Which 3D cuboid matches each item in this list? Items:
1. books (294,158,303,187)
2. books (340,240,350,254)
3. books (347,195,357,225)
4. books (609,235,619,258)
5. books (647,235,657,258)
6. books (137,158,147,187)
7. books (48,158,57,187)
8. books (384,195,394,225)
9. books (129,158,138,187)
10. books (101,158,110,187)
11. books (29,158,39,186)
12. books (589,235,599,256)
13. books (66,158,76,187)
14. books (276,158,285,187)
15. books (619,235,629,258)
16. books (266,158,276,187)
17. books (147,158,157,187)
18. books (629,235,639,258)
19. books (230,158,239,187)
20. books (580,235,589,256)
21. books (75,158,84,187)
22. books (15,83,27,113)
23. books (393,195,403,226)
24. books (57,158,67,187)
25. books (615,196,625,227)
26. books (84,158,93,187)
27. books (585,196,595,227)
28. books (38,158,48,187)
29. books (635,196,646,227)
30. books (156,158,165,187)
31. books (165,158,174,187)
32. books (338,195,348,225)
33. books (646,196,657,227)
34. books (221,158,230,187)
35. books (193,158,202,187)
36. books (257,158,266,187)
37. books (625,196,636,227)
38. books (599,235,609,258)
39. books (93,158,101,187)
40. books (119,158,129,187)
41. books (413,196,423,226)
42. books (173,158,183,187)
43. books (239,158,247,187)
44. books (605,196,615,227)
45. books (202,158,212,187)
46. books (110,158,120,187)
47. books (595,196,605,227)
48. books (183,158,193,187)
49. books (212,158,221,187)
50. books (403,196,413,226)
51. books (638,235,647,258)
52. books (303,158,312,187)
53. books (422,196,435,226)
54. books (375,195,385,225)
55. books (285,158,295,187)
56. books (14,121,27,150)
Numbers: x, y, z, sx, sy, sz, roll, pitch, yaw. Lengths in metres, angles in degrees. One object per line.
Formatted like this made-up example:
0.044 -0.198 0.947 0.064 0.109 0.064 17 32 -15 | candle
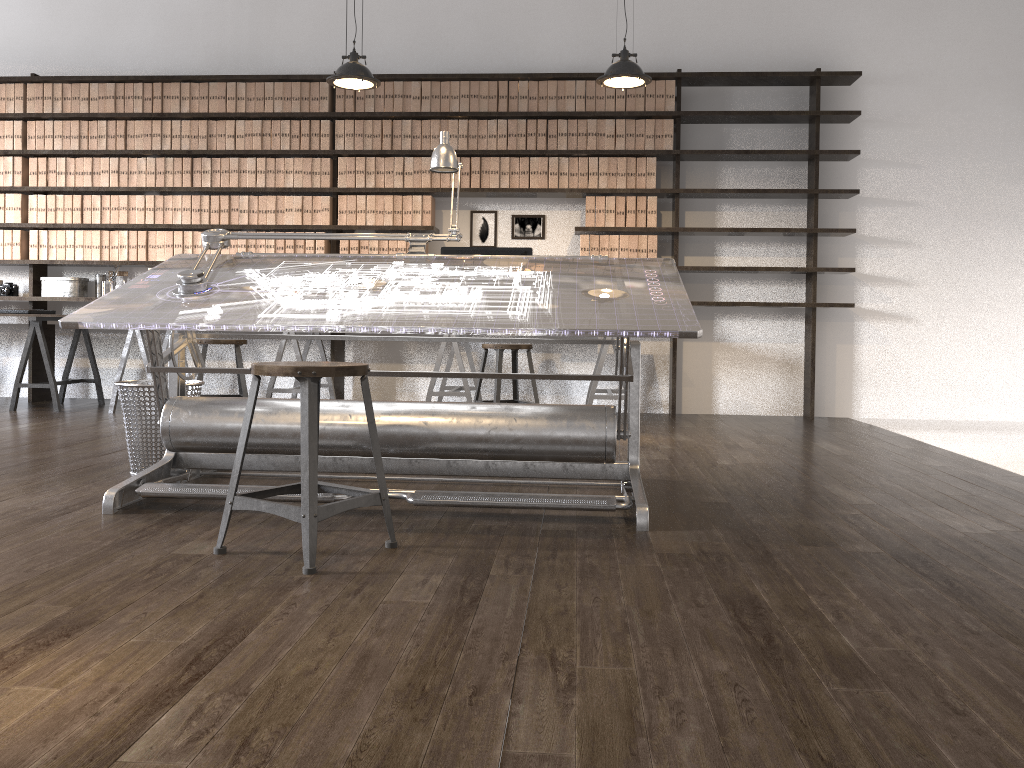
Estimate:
-1.552 -1.545 6.554 0.067 0.225 0.175 1 2 4 | books
-1.217 -0.993 6.543 0.067 0.225 0.175 1 2 4 | books
-1.160 -1.267 6.534 0.067 0.225 0.175 1 2 4 | books
0.734 -0.955 6.397 0.067 0.225 0.174 1 2 4 | books
1.005 -0.950 6.379 0.067 0.225 0.175 1 2 4 | books
-2.735 -1.569 6.644 0.067 0.225 0.174 1 2 4 | books
-3.425 -1.582 6.698 0.067 0.225 0.175 1 2 4 | books
-0.889 -1.262 6.509 0.067 0.225 0.175 1 2 4 | books
-2.805 -1.570 6.653 0.067 0.225 0.174 1 2 4 | books
-3.017 -1.574 6.664 0.067 0.225 0.175 1 2 4 | books
-3.574 -1.585 6.709 0.067 0.225 0.175 1 2 4 | books
0.595 -0.958 6.409 0.067 0.225 0.175 1 2 4 | books
-3.284 -1.580 6.687 0.067 0.225 0.174 1 2 4 | books
-1.693 -1.549 6.572 0.067 0.225 0.174 1 2 4 | books
0.806 -0.954 6.389 0.067 0.225 0.175 1 2 4 | books
-1.763 -1.550 6.575 0.067 0.225 0.175 1 2 4 | books
-2.663 -1.567 6.635 0.067 0.225 0.175 1 2 4 | books
0.872 -0.952 6.384 0.067 0.225 0.175 1 2 4 | books
-2.035 -1.555 6.590 0.067 0.225 0.175 1 2 4 | books
0.524 -0.959 6.411 0.067 0.225 0.175 1 2 4 | books
-3.213 -1.578 6.682 0.067 0.225 0.175 1 2 4 | books
-3.675 -2.139 6.702 0.067 0.225 0.175 1 2 4 | books
-0.821 -1.261 6.510 0.067 0.225 0.175 1 2 4 | books
-3.355 -1.581 6.688 0.067 0.225 0.174 1 2 4 | books
0.779 -1.230 6.394 0.067 0.225 0.175 1 2 4 | books
-3.146 -1.576 6.671 0.067 0.225 0.175 1 2 4 | books
0.566 -1.234 6.409 0.067 0.225 0.175 1 2 4 | books
-3.501 -1.583 6.698 0.067 0.225 0.175 1 2 4 | books
0.927 -1.227 6.383 0.067 0.225 0.175 1 2 4 | books
-2.591 -1.566 6.630 0.067 0.225 0.175 1 2 4 | books
-2.528 -1.565 6.630 0.067 0.225 0.175 1 2 4 | books
-1.230 -1.269 6.541 0.067 0.225 0.174 1 2 4 | books
1.003 -1.225 6.375 0.067 0.225 0.175 1 2 4 | books
-2.101 -1.556 6.600 0.067 0.225 0.175 1 2 4 | books
-2.314 -1.561 6.617 0.067 0.225 0.175 1 2 4 | books
-1.833 -1.551 6.576 0.067 0.225 0.175 1 2 4 | books
0.853 -1.228 6.383 0.067 0.225 0.175 1 2 4 | books
0.665 -0.957 6.406 0.067 0.225 0.174 1 2 4 | books
-3.079 -1.576 6.671 0.067 0.225 0.175 1 2 4 | books
-2.874 -1.571 6.656 0.067 0.225 0.175 1 2 4 | books
-0.680 -1.258 6.496 0.067 0.225 0.174 1 2 4 | books
-2.462 -1.563 6.627 0.067 0.225 0.175 1 2 4 | books
-1.968 -1.554 6.589 0.067 0.225 0.175 1 2 4 | books
0.707 -1.231 6.394 0.067 0.225 0.174 1 2 4 | books
-2.243 -1.559 6.607 0.067 0.225 0.174 1 2 4 | books
-2.945 -1.573 6.657 0.067 0.225 0.175 1 2 4 | books
0.637 -1.232 6.404 0.067 0.225 0.174 1 2 4 | books
-2.389 -1.562 6.616 0.067 0.225 0.175 1 2 4 | books
-2.172 -1.558 6.606 0.067 0.225 0.174 1 2 4 | books
-0.751 -1.259 6.505 0.067 0.225 0.174 1 2 4 | books
0.935 -0.952 6.383 0.067 0.225 0.175 1 2 4 | books
-1.485 -1.544 6.549 0.067 0.225 0.175 1 2 4 | books
-0.609 -1.257 6.495 0.067 0.225 0.175 1 2 4 | books
-0.955 -1.263 6.519 0.067 0.225 0.175 1 2 4 | books
-1.624 -1.547 6.563 0.067 0.225 0.174 1 2 4 | books
-3.686 -1.862 6.708 0.067 0.225 0.175 1 2 4 | books
